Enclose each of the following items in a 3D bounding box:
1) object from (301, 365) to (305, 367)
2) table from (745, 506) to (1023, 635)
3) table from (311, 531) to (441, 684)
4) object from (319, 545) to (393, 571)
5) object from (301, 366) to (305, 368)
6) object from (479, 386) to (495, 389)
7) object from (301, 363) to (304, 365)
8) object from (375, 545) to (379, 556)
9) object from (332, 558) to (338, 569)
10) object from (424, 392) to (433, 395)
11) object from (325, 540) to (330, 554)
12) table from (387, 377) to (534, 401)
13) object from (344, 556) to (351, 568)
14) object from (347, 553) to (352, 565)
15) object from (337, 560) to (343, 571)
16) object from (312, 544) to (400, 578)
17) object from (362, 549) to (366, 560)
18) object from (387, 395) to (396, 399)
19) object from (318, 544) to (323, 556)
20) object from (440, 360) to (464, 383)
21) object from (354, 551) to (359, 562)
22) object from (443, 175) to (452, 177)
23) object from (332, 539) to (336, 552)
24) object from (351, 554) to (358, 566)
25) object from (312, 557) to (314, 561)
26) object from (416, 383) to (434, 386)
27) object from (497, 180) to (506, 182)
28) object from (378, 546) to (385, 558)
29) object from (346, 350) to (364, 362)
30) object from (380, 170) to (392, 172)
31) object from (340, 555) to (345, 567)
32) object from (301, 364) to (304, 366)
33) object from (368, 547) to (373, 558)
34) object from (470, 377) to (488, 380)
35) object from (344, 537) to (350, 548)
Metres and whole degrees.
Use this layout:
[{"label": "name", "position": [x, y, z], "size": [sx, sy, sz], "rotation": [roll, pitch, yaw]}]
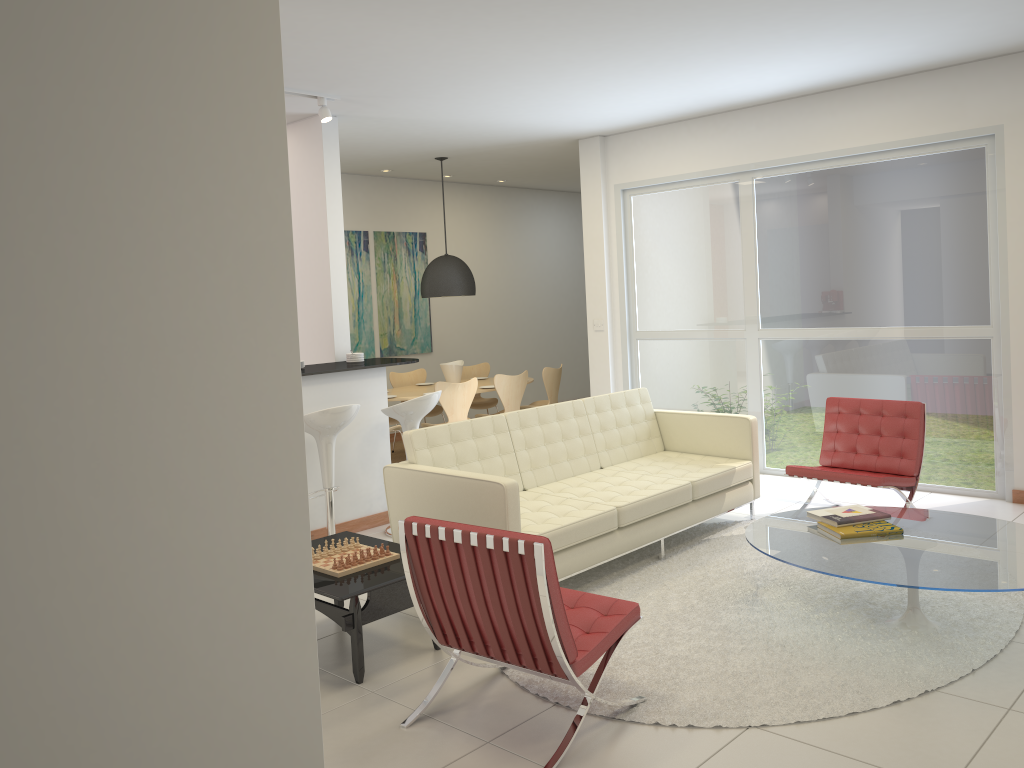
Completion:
[{"label": "object", "position": [-1.635, -0.122, 6.528], "size": [0.210, 0.015, 0.211], "rotation": [-3, 5, -2]}, {"label": "table", "position": [1.888, 0.948, 4.218], "size": [1.537, 0.403, 1.325], "rotation": [2, 7, 42]}, {"label": "table", "position": [-0.808, 1.067, 4.322], "size": [0.917, 0.421, 0.703], "rotation": [2, 7, 43]}, {"label": "object", "position": [-0.798, 0.837, 4.285], "size": [0.349, 0.001, 0.347], "rotation": [2, 8, 43]}, {"label": "object", "position": [-1.634, -0.115, 6.528], "size": [0.210, 0.015, 0.211], "rotation": [-3, 5, -2]}, {"label": "object", "position": [-0.238, 0.035, 9.300], "size": [0.210, 0.015, 0.211], "rotation": [-3, 5, 0]}, {"label": "object", "position": [-1.635, -0.136, 6.527], "size": [0.210, 0.015, 0.211], "rotation": [-3, 5, -2]}, {"label": "object", "position": [-0.658, 0.806, 4.288], "size": [0.030, 0.049, 0.030], "rotation": [-5, 4, -39]}, {"label": "object", "position": [-0.823, 0.832, 4.114], "size": [0.030, 0.049, 0.030], "rotation": [-5, 4, -39]}, {"label": "object", "position": [-0.789, 0.101, 8.901], "size": [0.210, 0.015, 0.211], "rotation": [-5, 6, -20]}, {"label": "object", "position": [-0.915, 0.802, 4.365], "size": [0.030, 0.069, 0.030], "rotation": [-5, 3, -39]}, {"label": "table", "position": [-0.637, 0.397, 9.622], "size": [1.280, 0.727, 2.269], "rotation": [2, 7, 44]}, {"label": "object", "position": [-0.767, 0.827, 4.115], "size": [0.030, 0.052, 0.030], "rotation": [-5, 4, -39]}, {"label": "object", "position": [-0.768, 0.823, 4.172], "size": [0.030, 0.049, 0.030], "rotation": [-5, 4, -39]}, {"label": "object", "position": [-0.794, 0.836, 4.086], "size": [0.030, 0.044, 0.030], "rotation": [-5, 4, -39]}, {"label": "object", "position": [-0.798, 0.848, 4.285], "size": [0.360, 0.021, 0.361], "rotation": [2, 8, 43]}, {"label": "object", "position": [-0.713, 0.815, 4.230], "size": [0.030, 0.049, 0.030], "rotation": [-5, 4, -39]}, {"label": "object", "position": [-1.253, 0.132, 8.821], "size": [0.210, 0.015, 0.211], "rotation": [-5, 6, -24]}, {"label": "object", "position": [-0.942, 0.813, 4.337], "size": [0.030, 0.055, 0.030], "rotation": [-5, 4, -39]}, {"label": "object", "position": [-0.644, -0.105, 9.601], "size": [0.271, 0.279, 0.262], "rotation": [-4, 4, -11]}, {"label": "object", "position": [-0.741, 0.819, 4.201], "size": [0.030, 0.049, 0.030], "rotation": [-5, 4, -39]}, {"label": "object", "position": [-0.796, -2.557, 10.896], "size": [0.129, 0.010, 0.130], "rotation": [-3, 5, -1]}, {"label": "object", "position": [-0.888, 0.800, 4.395], "size": [0.030, 0.064, 0.030], "rotation": [-5, 4, -39]}, {"label": "object", "position": [-0.739, 0.822, 4.144], "size": [0.030, 0.055, 0.030], "rotation": [-5, 4, -39]}, {"label": "object", "position": [-0.968, 0.826, 4.251], "size": [0.030, 0.049, 0.030], "rotation": [-5, 4, -39]}, {"label": "object", "position": [-0.985, 0.004, 10.013], "size": [0.210, 0.015, 0.210], "rotation": [-6, 6, -29]}, {"label": "object", "position": [-0.139, -2.657, 11.590], "size": [0.129, 0.010, 0.130], "rotation": [-3, 5, -1]}, {"label": "object", "position": [-0.629, 0.806, 4.260], "size": [0.030, 0.052, 0.030], "rotation": [-5, 4, -39]}, {"label": "object", "position": [-1.263, -0.227, 7.049], "size": [0.140, 0.097, 0.174], "rotation": [0, 6, 36]}, {"label": "object", "position": [-1.453, -2.457, 10.203], "size": [0.129, 0.010, 0.130], "rotation": [-3, 5, -1]}, {"label": "object", "position": [-0.796, 0.827, 4.143], "size": [0.030, 0.049, 0.030], "rotation": [-5, 4, -39]}, {"label": "object", "position": [-1.635, -0.129, 6.527], "size": [0.210, 0.015, 0.211], "rotation": [-3, 5, -2]}, {"label": "object", "position": [-0.686, 0.811, 4.259], "size": [0.030, 0.049, 0.030], "rotation": [-5, 4, -39]}, {"label": "object", "position": [-0.384, -0.062, 10.386], "size": [0.210, 0.015, 0.211], "rotation": [-1, 6, 22]}, {"label": "object", "position": [-0.832, 0.798, 4.453], "size": [0.030, 0.052, 0.030], "rotation": [-1, 4, 36]}]
